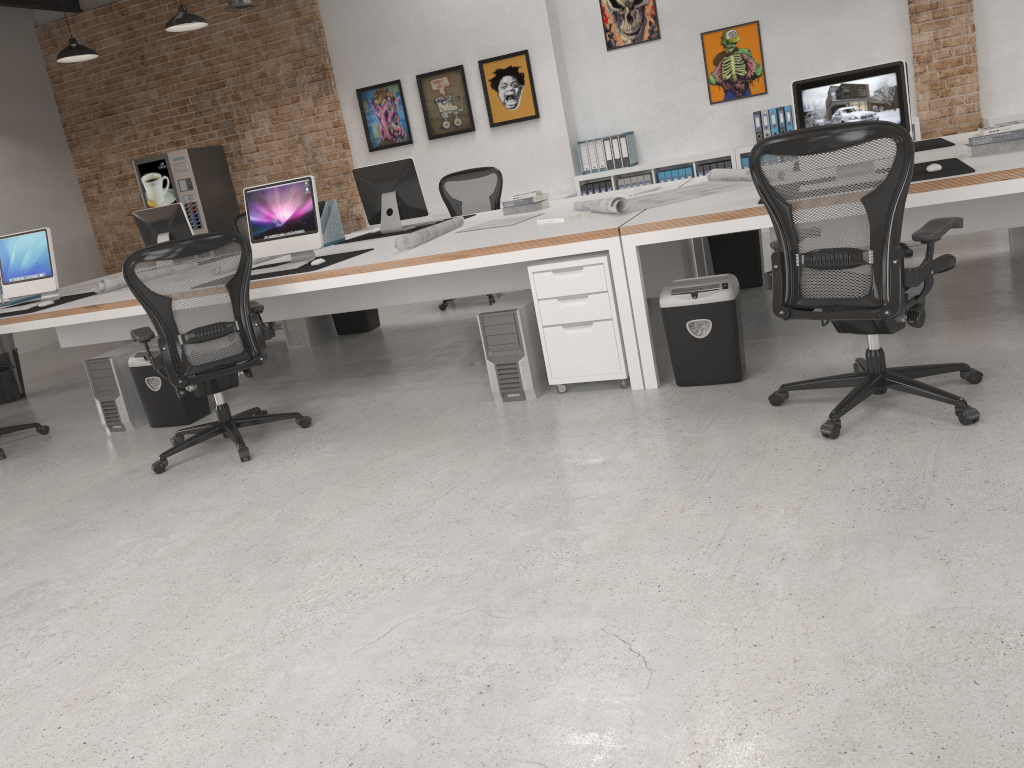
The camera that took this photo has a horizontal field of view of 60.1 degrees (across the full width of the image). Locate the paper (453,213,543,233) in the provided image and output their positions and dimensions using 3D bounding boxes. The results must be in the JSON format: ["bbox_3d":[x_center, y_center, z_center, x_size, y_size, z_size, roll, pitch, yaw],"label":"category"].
[{"bbox_3d":[-0.071,-0.981,5.378,0.428,0.001,0.491,-2,17,29],"label":"paper"}]

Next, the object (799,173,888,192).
[{"bbox_3d":[1.491,-0.890,3.888,0.438,0.017,0.120,-5,16,22],"label":"object"}]

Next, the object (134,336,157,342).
[{"bbox_3d":[-3.177,-0.489,7.863,0.338,0.461,0.253,-6,14,22],"label":"object"}]

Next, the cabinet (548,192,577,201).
[{"bbox_3d":[0.448,-1.502,8.683,0.387,0.641,0.465,-6,14,22],"label":"cabinet"}]

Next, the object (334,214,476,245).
[{"bbox_3d":[-0.759,-1.113,6.368,0.847,0.008,0.696,-4,16,23],"label":"object"}]

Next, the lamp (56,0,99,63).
[{"bbox_3d":[-4.087,-3.613,7.937,0.362,1.349,0.365,-11,12,0],"label":"lamp"}]

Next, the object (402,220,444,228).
[{"bbox_3d":[-0.715,-1.159,6.458,0.438,0.017,0.120,-5,16,22],"label":"object"}]

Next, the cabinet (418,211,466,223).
[{"bbox_3d":[-0.635,-1.411,9.116,0.387,0.641,0.465,-6,14,22],"label":"cabinet"}]

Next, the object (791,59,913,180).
[{"bbox_3d":[1.546,-1.181,4.031,0.483,0.480,0.192,-5,14,22],"label":"object"}]

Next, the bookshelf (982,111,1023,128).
[{"bbox_3d":[4.813,-1.999,7.339,1.541,0.678,0.405,-5,14,22],"label":"bookshelf"}]

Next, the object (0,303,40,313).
[{"bbox_3d":[-3.273,-0.486,5.788,0.438,0.017,0.120,-5,16,22],"label":"object"}]

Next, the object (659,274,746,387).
[{"bbox_3d":[0.884,-0.244,4.063,0.338,0.461,0.253,-6,14,22],"label":"object"}]

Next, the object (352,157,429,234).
[{"bbox_3d":[-0.855,-1.309,6.217,0.483,0.480,0.192,-5,14,22],"label":"object"}]

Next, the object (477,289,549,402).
[{"bbox_3d":[0.057,-0.208,4.544,0.220,0.450,0.548,-6,15,22],"label":"object"}]

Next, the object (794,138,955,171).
[{"bbox_3d":[2.105,-1.356,5.226,0.847,0.008,0.696,-5,16,21],"label":"object"}]

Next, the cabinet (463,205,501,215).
[{"bbox_3d":[-0.275,-1.440,8.968,0.387,0.641,0.465,-6,14,22],"label":"cabinet"}]

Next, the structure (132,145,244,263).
[{"bbox_3d":[-3.510,-1.677,9.909,0.749,1.791,0.646,-6,14,22],"label":"structure"}]

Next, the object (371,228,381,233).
[{"bbox_3d":[-1.016,-1.142,6.584,0.059,0.028,0.107,-5,16,21],"label":"object"}]

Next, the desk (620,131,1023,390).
[{"bbox_3d":[3.302,-0.896,4.167,5.101,0.761,2.342,-5,16,22],"label":"desk"}]

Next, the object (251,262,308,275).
[{"bbox_3d":[-1.370,-0.647,5.029,0.438,0.017,0.120,-5,16,22],"label":"object"}]

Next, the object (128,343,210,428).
[{"bbox_3d":[-2.014,0.001,5.219,0.338,0.461,0.253,-6,14,22],"label":"object"}]

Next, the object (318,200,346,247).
[{"bbox_3d":[-1.352,-1.141,6.310,0.150,0.309,0.284,-6,14,22],"label":"object"}]

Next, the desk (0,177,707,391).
[{"bbox_3d":[-1.430,-0.495,6.054,5.101,0.761,2.342,-5,16,22],"label":"desk"}]

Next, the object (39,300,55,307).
[{"bbox_3d":[-2.973,-0.516,5.659,0.059,0.028,0.107,-5,16,23],"label":"object"}]

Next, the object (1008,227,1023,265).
[{"bbox_3d":[3.088,-0.974,5.221,0.220,0.450,0.551,-6,15,22],"label":"object"}]

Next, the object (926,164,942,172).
[{"bbox_3d":[1.791,-0.919,3.760,0.059,0.028,0.107,-5,16,21],"label":"object"}]

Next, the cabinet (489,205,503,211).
[{"bbox_3d":[0.087,-1.471,8.827,0.387,0.641,0.465,-6,14,22],"label":"cabinet"}]

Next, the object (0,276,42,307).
[{"bbox_3d":[-3.678,-0.756,6.541,0.150,0.309,0.284,-6,14,22],"label":"object"}]

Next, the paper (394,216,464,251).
[{"bbox_3d":[-0.464,-0.918,5.294,0.082,0.081,1.149,-7,15,17],"label":"paper"}]

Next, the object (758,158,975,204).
[{"bbox_3d":[1.565,-0.914,3.977,0.847,0.008,0.696,-5,16,22],"label":"object"}]

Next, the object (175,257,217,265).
[{"bbox_3d":[-2.583,-1.001,7.203,0.438,0.017,0.120,-5,16,22],"label":"object"}]

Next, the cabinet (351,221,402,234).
[{"bbox_3d":[-1.358,-1.349,9.403,0.387,0.641,0.465,-6,14,22],"label":"cabinet"}]

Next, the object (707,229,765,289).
[{"bbox_3d":[1.523,-0.887,5.989,0.338,0.461,0.253,-6,14,22],"label":"object"}]

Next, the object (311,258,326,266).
[{"bbox_3d":[-1.070,-0.677,4.900,0.059,0.028,0.107,-5,16,21],"label":"object"}]

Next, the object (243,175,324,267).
[{"bbox_3d":[-1.315,-0.939,5.172,0.483,0.480,0.192,-5,14,22],"label":"object"}]

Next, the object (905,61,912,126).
[{"bbox_3d":[2.018,-1.553,5.071,0.483,0.480,0.192,-5,14,22],"label":"object"}]

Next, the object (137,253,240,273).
[{"bbox_3d":[-2.682,-0.950,7.135,0.847,0.008,0.696,-4,16,23],"label":"object"}]

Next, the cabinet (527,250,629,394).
[{"bbox_3d":[0.388,-0.331,4.386,0.387,0.641,0.465,-6,14,22],"label":"cabinet"}]

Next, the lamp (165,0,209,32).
[{"bbox_3d":[-2.873,-3.472,7.525,0.362,0.847,0.366,-11,13,0],"label":"lamp"}]

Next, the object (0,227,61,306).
[{"bbox_3d":[-3.218,-0.778,5.931,0.483,0.480,0.192,-5,14,22],"label":"object"}]

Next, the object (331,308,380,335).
[{"bbox_3d":[-1.273,-0.650,7.104,0.338,0.461,0.253,-6,14,22],"label":"object"}]

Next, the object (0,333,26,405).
[{"bbox_3d":[-4.112,-0.438,6.943,0.440,1.198,0.416,-11,13,0],"label":"object"}]

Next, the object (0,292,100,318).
[{"bbox_3d":[-3.223,-0.508,5.886,0.847,0.008,0.696,-5,16,22],"label":"object"}]

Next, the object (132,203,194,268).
[{"bbox_3d":[-2.724,-1.151,6.962,0.483,0.480,0.192,-5,14,22],"label":"object"}]

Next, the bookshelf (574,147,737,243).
[{"bbox_3d":[1.462,-1.770,8.659,1.541,0.792,0.405,-5,14,22],"label":"bookshelf"}]

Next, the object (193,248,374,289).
[{"bbox_3d":[-1.313,-0.670,5.124,0.847,0.008,0.696,-5,16,22],"label":"object"}]

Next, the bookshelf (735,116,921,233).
[{"bbox_3d":[2.892,-1.891,8.089,1.541,0.792,0.405,-5,14,22],"label":"bookshelf"}]

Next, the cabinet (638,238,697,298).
[{"bbox_3d":[1.006,-0.902,6.062,0.387,0.641,0.465,-6,14,22],"label":"cabinet"}]

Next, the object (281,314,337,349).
[{"bbox_3d":[-1.606,-0.576,7.093,0.220,0.450,0.551,-6,15,22],"label":"object"}]

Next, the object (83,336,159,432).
[{"bbox_3d":[-2.314,-0.007,5.490,0.220,0.450,0.548,-6,15,22],"label":"object"}]

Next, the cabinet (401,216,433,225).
[{"bbox_3d":[-0.997,-1.380,9.259,0.387,0.641,0.465,-6,14,22],"label":"cabinet"}]
